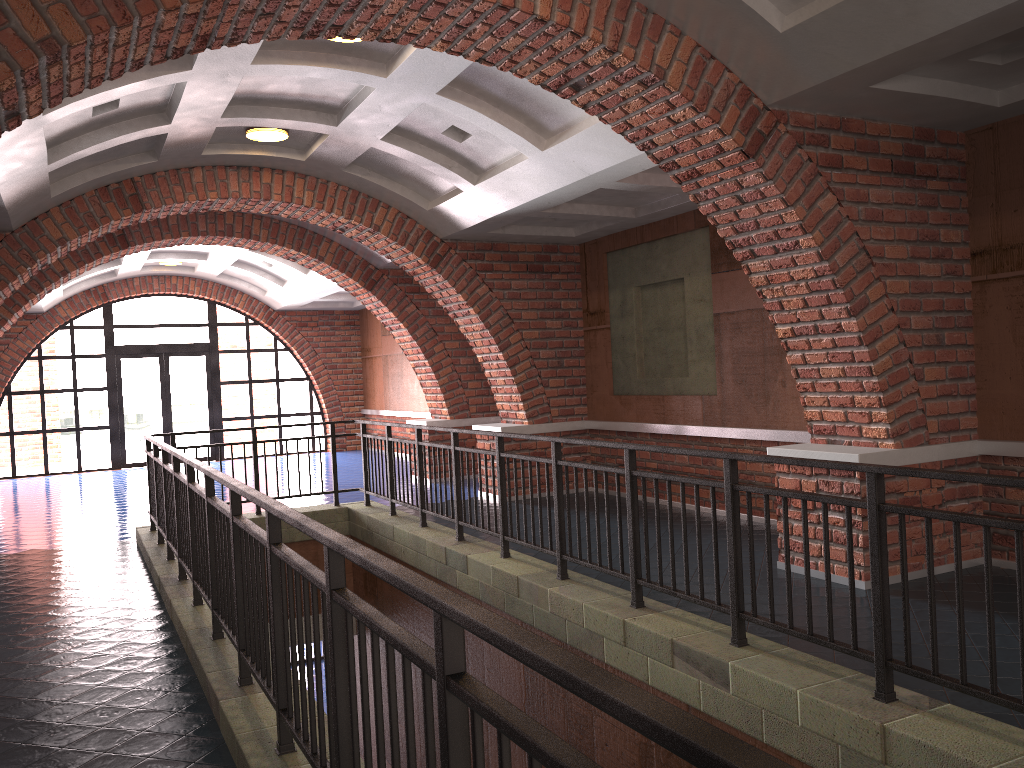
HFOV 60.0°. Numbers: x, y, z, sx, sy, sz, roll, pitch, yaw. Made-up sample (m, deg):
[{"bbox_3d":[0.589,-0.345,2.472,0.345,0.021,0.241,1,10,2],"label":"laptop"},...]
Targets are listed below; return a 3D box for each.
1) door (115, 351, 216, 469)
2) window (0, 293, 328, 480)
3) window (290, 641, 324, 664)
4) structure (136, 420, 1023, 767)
[{"bbox_3d":[-6.865,0.488,17.626,1.754,2.236,0.040,-3,1,-26],"label":"door"},{"bbox_3d":[-6.844,-0.082,17.638,6.353,3.471,0.100,-3,1,-26],"label":"window"},{"bbox_3d":[-6.621,4.310,17.690,6.353,3.471,0.100,-3,1,-26],"label":"window"},{"bbox_3d":[-0.197,3.222,4.665,2.464,5.665,11.176,-3,1,-26],"label":"structure"}]
